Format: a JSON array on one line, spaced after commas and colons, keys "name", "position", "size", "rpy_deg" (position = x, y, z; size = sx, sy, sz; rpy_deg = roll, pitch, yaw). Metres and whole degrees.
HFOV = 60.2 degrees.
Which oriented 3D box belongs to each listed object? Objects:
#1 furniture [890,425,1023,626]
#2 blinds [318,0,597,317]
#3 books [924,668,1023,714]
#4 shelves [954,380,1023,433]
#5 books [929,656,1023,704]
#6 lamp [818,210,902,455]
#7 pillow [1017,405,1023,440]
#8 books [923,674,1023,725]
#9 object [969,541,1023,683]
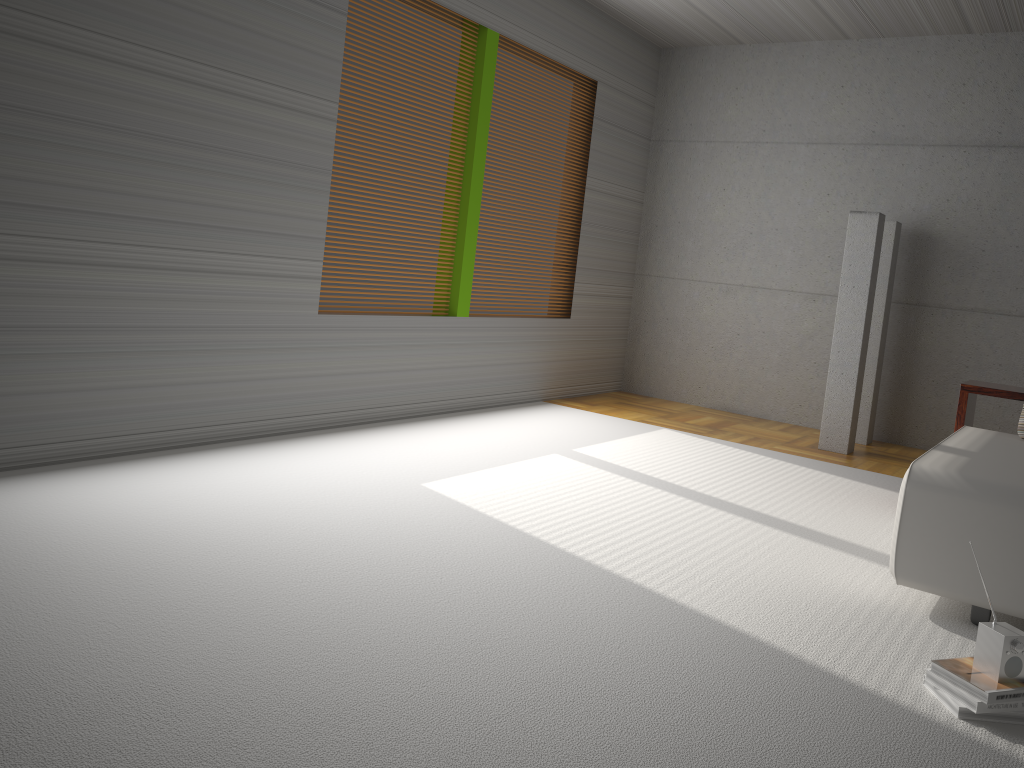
[{"name": "furniture", "position": [2.683, 0.676, 3.208], "size": [2.182, 0.519, 1.614], "rpy_deg": [11, 9, 33]}, {"name": "blinds", "position": [-0.330, -1.370, 5.978], "size": [0.012, 2.034, 3.534], "rpy_deg": [9, 7, 33]}, {"name": "books", "position": [1.319, 0.843, 2.447], "size": [0.264, 0.032, 0.191], "rpy_deg": [4, 8, -17]}, {"name": "shelves", "position": [3.260, 0.530, 4.019], "size": [2.265, 0.712, 0.400], "rpy_deg": [11, 6, 33]}, {"name": "books", "position": [1.329, 0.812, 2.442], "size": [0.264, 0.032, 0.191], "rpy_deg": [3, 8, -22]}, {"name": "lamp", "position": [2.561, -0.379, 6.479], "size": [0.201, 1.683, 0.797], "rpy_deg": [9, 5, 33]}, {"name": "pillow", "position": [2.782, 0.022, 3.985], "size": [0.806, 0.606, 0.490], "rpy_deg": [10, 6, 33]}, {"name": "books", "position": [1.315, 0.875, 2.449], "size": [0.264, 0.032, 0.190], "rpy_deg": [6, 8, -2]}, {"name": "object", "position": [1.311, 0.616, 2.407], "size": [0.185, 0.364, 0.090], "rpy_deg": [5, 4, -16]}]
